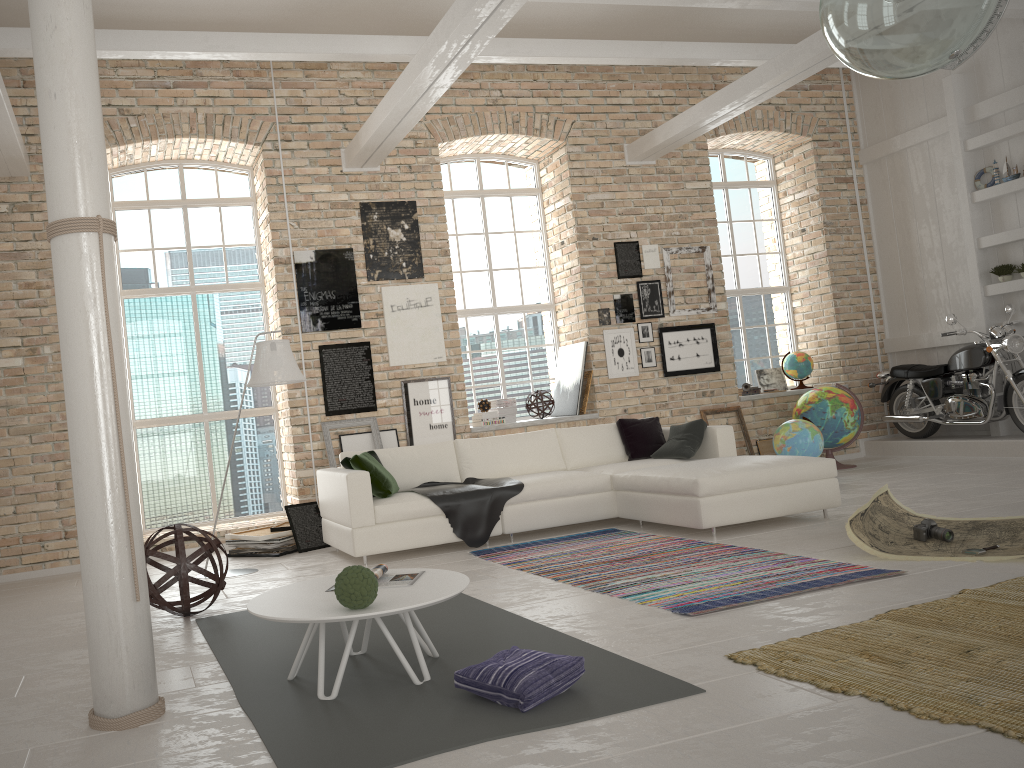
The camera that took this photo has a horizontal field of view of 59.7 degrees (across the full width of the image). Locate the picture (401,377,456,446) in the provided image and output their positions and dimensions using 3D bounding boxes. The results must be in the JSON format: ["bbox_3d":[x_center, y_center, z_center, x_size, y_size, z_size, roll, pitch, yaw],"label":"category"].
[{"bbox_3d":[-0.810,0.322,8.751,0.499,0.757,0.012,-6,-3,-18],"label":"picture"}]

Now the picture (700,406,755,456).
[{"bbox_3d":[2.346,0.627,9.592,0.486,0.748,0.231,-6,-2,-19],"label":"picture"}]

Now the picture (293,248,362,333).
[{"bbox_3d":[-1.769,-0.903,8.556,0.568,0.786,0.038,-6,-3,-18],"label":"picture"}]

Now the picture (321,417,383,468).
[{"bbox_3d":[-1.474,0.619,8.381,0.523,0.583,0.294,-6,-2,-19],"label":"picture"}]

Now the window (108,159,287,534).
[{"bbox_3d":[-0.781,-0.811,3.468,1.368,3.657,11.922,-5,-2,-24],"label":"window"}]

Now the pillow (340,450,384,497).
[{"bbox_3d":[-1.130,0.716,7.039,0.331,0.365,0.389,-7,-2,25],"label":"pillow"}]

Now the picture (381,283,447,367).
[{"bbox_3d":[-0.966,-0.586,8.772,0.567,0.785,0.038,-6,-3,-18],"label":"picture"}]

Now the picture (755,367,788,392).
[{"bbox_3d":[3.119,-0.042,10.707,0.377,0.292,0.070,-6,-2,-18],"label":"picture"}]

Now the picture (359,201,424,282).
[{"bbox_3d":[-1.186,-1.411,8.790,0.566,0.784,0.038,-6,-3,-18],"label":"picture"}]

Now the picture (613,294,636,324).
[{"bbox_3d":[1.193,-0.801,9.458,0.221,0.306,0.015,-6,-3,-18],"label":"picture"}]

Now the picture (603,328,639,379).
[{"bbox_3d":[1.153,-0.326,9.406,0.352,0.514,0.014,-6,-3,-17],"label":"picture"}]

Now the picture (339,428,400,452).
[{"bbox_3d":[-1.328,0.736,8.490,0.553,0.569,0.152,-6,-2,-18],"label":"picture"}]

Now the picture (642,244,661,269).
[{"bbox_3d":[1.498,-1.370,9.599,0.187,0.259,0.013,-6,-3,-18],"label":"picture"}]

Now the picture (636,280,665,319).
[{"bbox_3d":[1.486,-0.905,9.550,0.281,0.410,0.010,-6,-3,-17],"label":"picture"}]

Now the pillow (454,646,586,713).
[{"bbox_3d":[0.027,1.052,3.174,0.330,0.164,0.378,-5,-2,-45],"label":"pillow"}]

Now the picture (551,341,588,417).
[{"bbox_3d":[0.614,-0.042,9.554,0.235,0.764,0.613,-6,-2,-23],"label":"picture"}]

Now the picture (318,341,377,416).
[{"bbox_3d":[-1.579,-0.051,8.564,0.491,0.681,0.067,-6,-3,-18],"label":"picture"}]

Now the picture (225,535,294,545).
[{"bbox_3d":[-2.020,1.305,7.788,0.622,0.048,0.738,-7,-1,27],"label":"picture"}]

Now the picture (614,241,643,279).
[{"bbox_3d":[1.241,-1.324,9.512,0.284,0.394,0.019,-6,-3,-18],"label":"picture"}]

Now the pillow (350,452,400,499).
[{"bbox_3d":[-1.043,0.685,6.763,0.309,0.344,0.411,-6,-2,3],"label":"pillow"}]

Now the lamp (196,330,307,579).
[{"bbox_3d":[-1.969,0.515,6.705,1.038,1.777,0.434,-7,-2,15],"label":"lamp"}]

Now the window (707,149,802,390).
[{"bbox_3d":[5.035,-1.736,5.335,1.369,2.990,11.922,-5,-2,-24],"label":"window"}]

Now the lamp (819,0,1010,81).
[{"bbox_3d":[1.184,-1.741,2.825,0.497,1.600,0.507,-6,-2,-6],"label":"lamp"}]

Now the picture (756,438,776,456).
[{"bbox_3d":[2.843,0.781,9.819,0.257,0.351,0.099,-6,-2,-18],"label":"picture"}]

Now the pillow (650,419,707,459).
[{"bbox_3d":[1.393,0.462,7.441,0.322,0.305,0.440,-5,-2,-31],"label":"pillow"}]

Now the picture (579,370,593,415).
[{"bbox_3d":[0.725,0.102,9.408,0.165,0.460,0.378,-5,-2,-23],"label":"picture"}]

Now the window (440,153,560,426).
[{"bbox_3d":[2.122,-1.440,4.413,1.369,2.990,11.922,-5,-2,-24],"label":"window"}]

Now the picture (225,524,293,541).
[{"bbox_3d":[-2.012,1.266,7.763,0.731,0.048,0.627,-5,-2,-43],"label":"picture"}]

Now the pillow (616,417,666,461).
[{"bbox_3d":[1.155,0.478,7.818,0.410,0.390,0.251,-6,-2,-19],"label":"pillow"}]

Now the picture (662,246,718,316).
[{"bbox_3d":[1.934,-1.123,9.705,0.581,0.749,0.026,-6,-3,-17],"label":"picture"}]

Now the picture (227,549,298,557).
[{"bbox_3d":[-1.999,1.417,7.765,0.623,0.048,0.738,-7,-1,29],"label":"picture"}]

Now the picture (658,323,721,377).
[{"bbox_3d":[1.916,-0.370,9.642,0.686,0.536,0.033,-6,-3,-17],"label":"picture"}]

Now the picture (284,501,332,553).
[{"bbox_3d":[-1.726,1.210,7.544,0.308,0.405,0.205,-5,-3,-42],"label":"picture"}]

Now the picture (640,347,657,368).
[{"bbox_3d":[1.454,-0.282,9.501,0.169,0.213,0.012,-6,-3,-18],"label":"picture"}]

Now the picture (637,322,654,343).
[{"bbox_3d":[1.423,-0.548,9.512,0.169,0.213,0.012,-6,-3,-18],"label":"picture"}]

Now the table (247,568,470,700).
[{"bbox_3d":[-0.607,1.014,3.638,0.901,0.342,0.920,-6,-1,-7],"label":"table"}]

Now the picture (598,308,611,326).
[{"bbox_3d":[0.972,-0.706,9.384,0.130,0.179,0.009,-6,-3,-12],"label":"picture"}]

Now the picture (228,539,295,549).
[{"bbox_3d":[-1.989,1.341,7.790,0.627,0.048,0.731,-7,-2,39],"label":"picture"}]

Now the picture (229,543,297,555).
[{"bbox_3d":[-2.025,1.383,7.796,0.610,0.048,0.753,-7,-1,15],"label":"picture"}]

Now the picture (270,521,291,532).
[{"bbox_3d":[-1.922,1.236,7.821,0.295,0.048,0.378,-6,-1,6],"label":"picture"}]
